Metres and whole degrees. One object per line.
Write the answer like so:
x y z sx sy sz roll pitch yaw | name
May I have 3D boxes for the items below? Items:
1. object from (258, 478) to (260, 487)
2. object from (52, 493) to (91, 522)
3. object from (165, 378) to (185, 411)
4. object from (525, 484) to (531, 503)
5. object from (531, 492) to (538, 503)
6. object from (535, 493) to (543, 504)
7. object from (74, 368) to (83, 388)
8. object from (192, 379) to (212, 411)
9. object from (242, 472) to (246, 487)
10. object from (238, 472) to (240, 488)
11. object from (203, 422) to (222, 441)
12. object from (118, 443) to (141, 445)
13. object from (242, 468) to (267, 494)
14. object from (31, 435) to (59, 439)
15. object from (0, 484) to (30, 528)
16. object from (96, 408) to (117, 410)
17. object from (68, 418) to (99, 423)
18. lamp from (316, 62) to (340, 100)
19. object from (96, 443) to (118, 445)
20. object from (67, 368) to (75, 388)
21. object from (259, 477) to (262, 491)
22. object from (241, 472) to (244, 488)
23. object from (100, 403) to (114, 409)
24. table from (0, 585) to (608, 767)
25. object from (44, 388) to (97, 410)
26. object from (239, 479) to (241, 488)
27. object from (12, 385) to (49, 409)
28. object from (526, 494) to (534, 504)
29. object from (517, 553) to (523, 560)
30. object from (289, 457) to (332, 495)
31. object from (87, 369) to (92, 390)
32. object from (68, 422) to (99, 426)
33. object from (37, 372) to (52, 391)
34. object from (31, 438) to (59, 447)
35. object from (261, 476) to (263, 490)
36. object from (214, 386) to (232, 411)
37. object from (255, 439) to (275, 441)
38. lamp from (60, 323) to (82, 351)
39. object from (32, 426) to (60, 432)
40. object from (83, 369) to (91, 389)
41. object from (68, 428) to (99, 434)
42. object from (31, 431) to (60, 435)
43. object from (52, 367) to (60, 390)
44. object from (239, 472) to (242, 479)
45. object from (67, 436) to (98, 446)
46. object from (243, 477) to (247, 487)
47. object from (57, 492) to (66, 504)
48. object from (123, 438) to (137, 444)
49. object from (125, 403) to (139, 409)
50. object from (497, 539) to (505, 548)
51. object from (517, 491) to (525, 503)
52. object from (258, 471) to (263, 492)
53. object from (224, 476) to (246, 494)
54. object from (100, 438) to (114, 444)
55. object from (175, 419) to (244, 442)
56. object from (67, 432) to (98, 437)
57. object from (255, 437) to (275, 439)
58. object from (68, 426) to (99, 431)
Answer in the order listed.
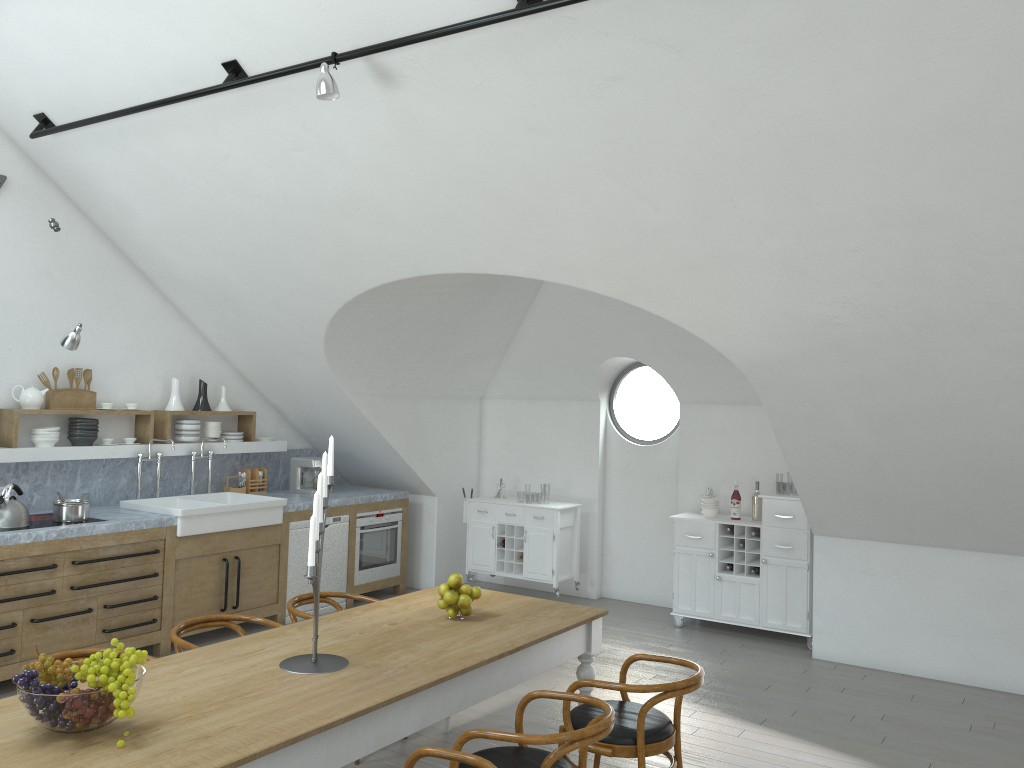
-2.265 0.876 7.927 0.023 0.196 0.018 -1 -4 40 | object
-2.942 0.848 6.030 0.232 0.170 0.394 1 -2 13 | object
-2.756 0.085 7.263 0.156 0.268 0.156 1 -3 21 | object
0.147 1.029 8.319 0.048 0.169 0.048 1 -3 20 | object
0.221 1.070 8.330 0.094 0.093 0.093 1 -2 20 | object
0.250 1.066 8.244 0.071 0.099 0.071 3 -3 -34 | object
-3.217 0.032 6.560 0.019 0.300 0.057 0 -3 33 | object
-2.611 0.093 7.483 0.156 0.268 0.156 0 -3 37 | object
-2.338 0.866 7.718 0.040 0.192 0.042 3 -3 -21 | object
-2.375 0.868 7.718 0.019 0.196 0.022 1 -3 21 | object
-2.541 0.399 7.516 0.157 0.160 0.154 3 -2 -29 | object
-2.983 0.469 6.913 0.163 0.012 0.164 3 -2 -40 | object
-2.295 0.863 7.897 0.104 0.223 0.200 0 -3 33 | object
-3.334 0.395 6.326 0.181 0.065 0.181 2 -2 -20 | object
-3.194 0.767 5.628 0.246 0.268 0.246 0 -3 43 | object
-3.088 0.194 6.752 0.163 0.012 0.164 3 -2 -40 | object
-3.180 0.293 6.577 0.205 0.080 0.205 1 -2 35 | object
-0.895 -1.478 4.326 0.112 0.175 0.114 2 -2 -4 | lamp
-3.087 0.462 6.751 0.163 0.012 0.164 3 -2 -40 | object
-3.252 0.030 6.542 0.040 0.300 0.061 0 -3 30 | object
-2.244 0.876 7.921 0.018 0.196 0.020 4 -4 -35 | object
-2.354 0.869 7.728 0.023 0.196 0.018 0 -3 28 | object
-3.087 0.170 6.753 0.098 0.049 0.098 1 -2 30 | object
-0.852 1.484 3.350 1.018 0.800 3.345 0 -2 33 | table
-3.247 0.109 6.533 0.084 0.158 0.353 0 -2 33 | object
-2.362 0.877 7.702 0.019 0.179 0.044 2 -3 -2 | object
-3.406 0.094 6.268 0.174 0.169 0.167 1 -2 16 | object
0.168 1.071 8.255 0.077 0.085 0.077 1 -2 20 | object
0.142 1.599 8.231 0.082 0.083 0.316 0 -2 32 | object
-1.780 0.840 8.113 0.386 0.321 0.324 0 -2 33 | object
-3.180 0.036 6.656 0.030 0.294 0.057 0 -3 33 | object
-3.178 0.321 6.576 0.205 0.084 0.205 2 -2 -30 | object
-3.335 0.042 6.409 0.016 0.259 0.199 -1 -4 43 | object
-3.334 0.417 6.326 0.181 0.064 0.181 3 -2 -35 | object
-2.242 0.876 7.932 0.019 0.196 0.022 0 -3 34 | object
-2.498 0.125 7.675 0.156 0.219 0.156 1 -2 14 | object
-2.252 0.510 8.030 0.213 0.025 0.213 1 -1 20 | object
-2.841 -0.303 5.746 0.169 0.176 0.112 1 -3 25 | lamp
-3.330 0.343 6.333 0.180 0.076 0.181 2 -2 -20 | object
-3.185 0.035 6.615 0.039 0.298 0.067 0 -3 33 | object
-3.173 0.368 6.566 0.205 0.086 0.205 2 -2 -15 | object
-3.332 0.371 6.330 0.181 0.069 0.181 3 -2 -40 | object
-3.317 0.026 6.442 0.027 0.299 0.055 0 -3 33 | object
-2.379 0.865 7.745 0.040 0.192 0.042 3 -3 -20 | object
-3.181 0.422 6.564 0.205 0.072 0.205 1 -1 20 | object
-2.338 0.879 7.732 0.044 0.179 0.019 1 -3 17 | object
-3.012 0.819 5.983 0.236 0.167 0.051 1 -3 28 | object
-2.982 0.445 6.914 0.098 0.049 0.098 1 -2 30 | object
-2.971 0.177 6.933 0.098 0.049 0.098 1 -2 30 | object
-0.043 1.493 8.312 0.082 0.085 0.317 0 -2 33 | object
0.082 1.058 8.267 0.081 0.105 0.082 4 -3 -44 | object
-2.244 0.873 7.905 0.040 0.192 0.042 2 -3 -7 | object
-2.407 0.882 7.704 0.100 0.171 0.172 0 -3 34 | object
-3.086 0.439 6.753 0.098 0.049 0.098 1 -2 30 | object
-2.562 0.401 7.528 0.198 0.196 0.656 0 -2 32 | object
-3.181 0.396 6.565 0.205 0.086 0.205 2 -2 -20 | object
-2.252 0.501 8.030 0.213 0.025 0.213 1 -1 20 | object
-3.178 0.346 6.570 0.205 0.072 0.205 1 -1 20 | object
